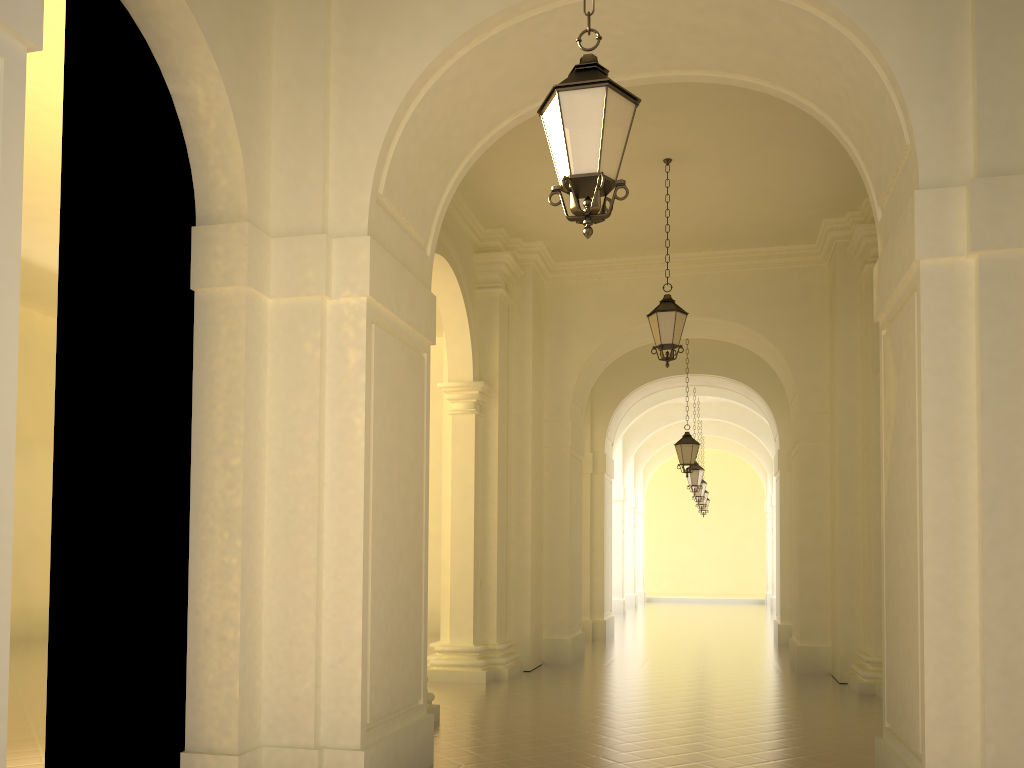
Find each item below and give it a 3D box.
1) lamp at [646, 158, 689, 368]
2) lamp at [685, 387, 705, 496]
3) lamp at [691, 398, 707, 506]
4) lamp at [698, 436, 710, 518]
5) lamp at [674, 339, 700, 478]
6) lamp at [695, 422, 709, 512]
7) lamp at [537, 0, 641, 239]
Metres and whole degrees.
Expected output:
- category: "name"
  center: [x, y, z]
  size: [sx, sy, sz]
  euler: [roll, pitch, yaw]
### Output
- category: "lamp"
  center: [1.884, -1.462, 10.614]
  size: [0.443, 2.547, 0.512]
  euler: [-2, -3, 43]
- category: "lamp"
  center: [4.544, 1.146, 21.783]
  size: [0.510, 3.286, 0.445]
  euler: [0, -2, 13]
- category: "lamp"
  center: [5.446, 1.901, 25.571]
  size: [0.510, 3.286, 0.445]
  euler: [0, -2, 13]
- category: "lamp"
  center: [7.213, 3.379, 32.988]
  size: [0.510, 3.286, 0.445]
  euler: [0, -2, 13]
- category: "lamp"
  center: [3.375, 0.168, 16.873]
  size: [0.443, 3.286, 0.513]
  euler: [1, -3, -17]
- category: "lamp"
  center: [6.332, 2.642, 29.291]
  size: [0.510, 3.286, 0.445]
  euler: [0, -2, 13]
- category: "lamp"
  center: [0.378, -2.340, 4.289]
  size: [0.443, 3.286, 0.513]
  euler: [1, -3, -17]
